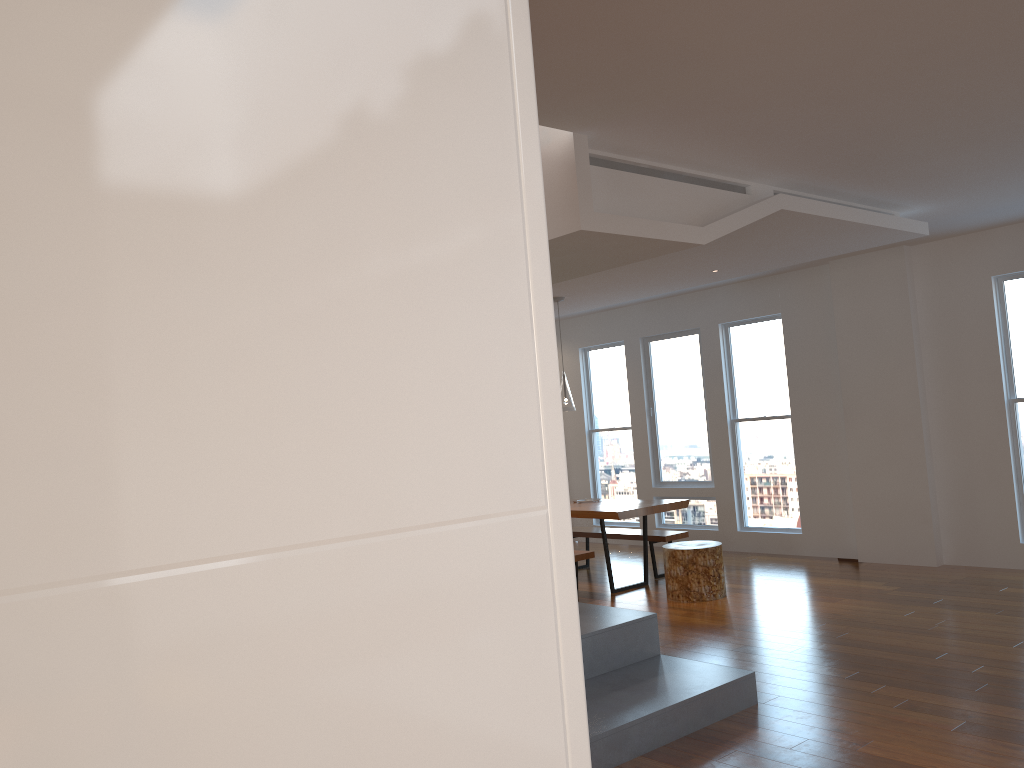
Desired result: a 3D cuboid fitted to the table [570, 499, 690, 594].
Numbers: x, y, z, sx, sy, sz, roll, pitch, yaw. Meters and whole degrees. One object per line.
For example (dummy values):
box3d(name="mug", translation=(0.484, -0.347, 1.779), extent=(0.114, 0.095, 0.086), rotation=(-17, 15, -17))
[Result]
box3d(name="table", translation=(-0.725, 1.618, 9.516), extent=(0.893, 0.704, 5.996), rotation=(-2, -4, -40))

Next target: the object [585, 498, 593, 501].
box3d(name="object", translation=(0.704, 1.062, 8.110), extent=(0.079, 0.030, 0.070), rotation=(-5, -3, 3))

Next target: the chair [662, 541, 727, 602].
box3d(name="chair", translation=(1.430, 1.463, 6.961), extent=(0.460, 0.400, 0.460), rotation=(-3, -3, -30))

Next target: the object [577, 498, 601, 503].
box3d(name="object", translation=(0.704, 1.069, 8.110), extent=(0.222, 0.020, 0.222), rotation=(-7, -4, 42))

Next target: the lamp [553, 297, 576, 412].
box3d(name="lamp", translation=(0.433, -0.292, 7.701), extent=(0.160, 1.060, 0.160), rotation=(-4, -3, -13))

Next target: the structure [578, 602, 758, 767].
box3d(name="structure", translation=(-1.794, 1.662, 5.421), extent=(3.088, 0.386, 5.584), rotation=(-2, -4, -40))

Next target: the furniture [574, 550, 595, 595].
box3d(name="furniture", translation=(0.100, 1.611, 7.580), extent=(0.316, 0.389, 1.433), rotation=(-2, -4, -40))

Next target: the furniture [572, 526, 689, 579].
box3d(name="furniture", translation=(1.010, 1.580, 8.350), extent=(0.316, 0.389, 1.433), rotation=(-2, -4, -40))
